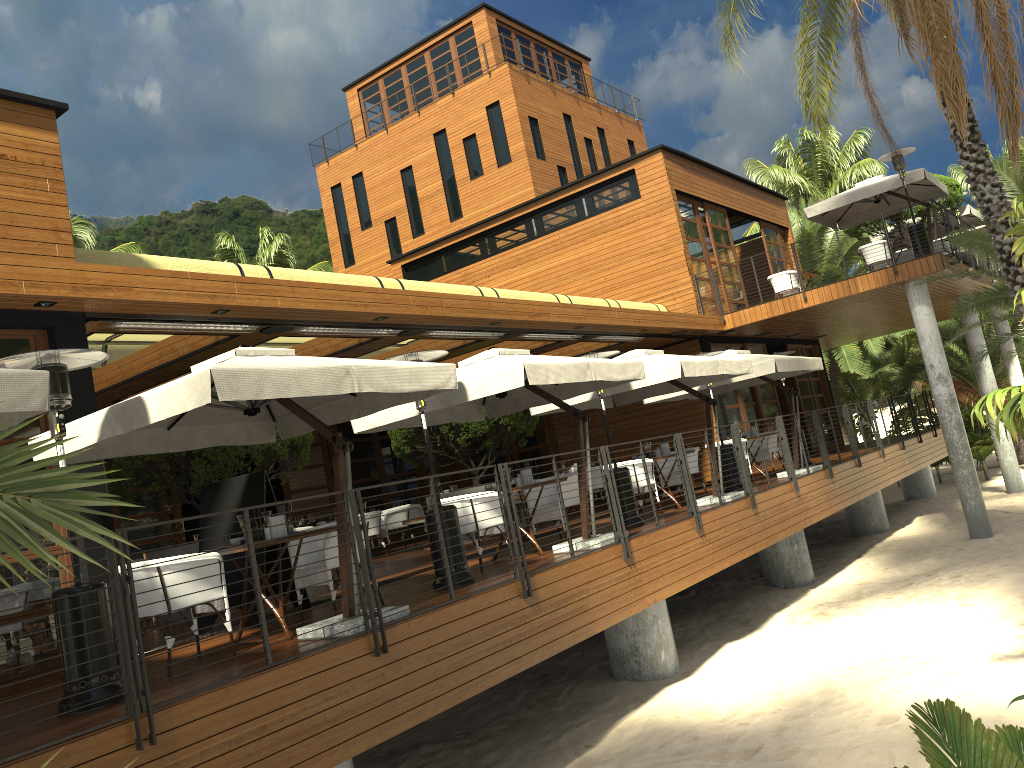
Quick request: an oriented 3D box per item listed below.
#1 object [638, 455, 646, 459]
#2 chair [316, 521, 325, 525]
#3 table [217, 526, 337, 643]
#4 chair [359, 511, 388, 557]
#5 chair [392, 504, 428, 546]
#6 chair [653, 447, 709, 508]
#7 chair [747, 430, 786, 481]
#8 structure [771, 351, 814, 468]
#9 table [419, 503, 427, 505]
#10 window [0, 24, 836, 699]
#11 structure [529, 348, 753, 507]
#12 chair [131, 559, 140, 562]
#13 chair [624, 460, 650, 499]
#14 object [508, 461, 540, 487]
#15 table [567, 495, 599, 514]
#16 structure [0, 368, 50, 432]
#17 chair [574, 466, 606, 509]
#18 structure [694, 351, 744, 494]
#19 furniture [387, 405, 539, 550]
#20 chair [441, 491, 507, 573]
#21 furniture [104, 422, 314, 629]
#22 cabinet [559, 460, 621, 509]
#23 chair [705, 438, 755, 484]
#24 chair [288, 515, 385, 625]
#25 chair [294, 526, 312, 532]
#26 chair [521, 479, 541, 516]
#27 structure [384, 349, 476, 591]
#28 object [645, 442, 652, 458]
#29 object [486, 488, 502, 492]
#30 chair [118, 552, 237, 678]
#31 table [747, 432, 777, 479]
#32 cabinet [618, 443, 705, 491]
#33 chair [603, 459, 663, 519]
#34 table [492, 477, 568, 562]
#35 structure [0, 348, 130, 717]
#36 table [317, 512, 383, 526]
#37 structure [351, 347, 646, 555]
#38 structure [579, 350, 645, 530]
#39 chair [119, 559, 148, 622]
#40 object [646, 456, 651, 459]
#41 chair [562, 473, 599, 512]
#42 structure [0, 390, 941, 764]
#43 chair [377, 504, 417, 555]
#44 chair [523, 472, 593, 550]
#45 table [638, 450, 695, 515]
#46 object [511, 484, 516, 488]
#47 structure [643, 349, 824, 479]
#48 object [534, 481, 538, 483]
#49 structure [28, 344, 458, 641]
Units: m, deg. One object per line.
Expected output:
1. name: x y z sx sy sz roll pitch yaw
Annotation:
1. object: 1.817 1.034 12.364 0.115 0.065 0.116 -16 -8 34
2. chair: -3.217 2.888 16.347 0.628 0.790 0.615 -7 -8 -33
3. table: -1.914 1.610 6.952 0.929 0.751 0.932 -16 -8 35
4. chair: -2.452 2.575 14.908 0.628 0.790 0.615 -7 -8 -33
5. chair: -2.069 2.843 18.042 0.617 0.790 0.626 -10 -7 -9
6. chair: 2.525 1.373 13.116 0.626 0.790 0.617 -16 -8 36
7. chair: 4.525 1.274 15.886 0.626 0.790 0.617 -16 -8 36
8. structure: 5.121 0.481 16.364 0.698 2.197 0.699 -14 -8 23
9. table: -1.299 2.725 18.217 1.163 0.751 1.166 -16 -8 38
10. window: -0.864 -5.751 22.413 14.475 18.003 38.367 -13 -7 13
11. structure: 1.979 0.628 12.527 2.407 2.338 2.414 -16 -8 35
12. chair: -5.027 2.841 12.598 0.625 0.790 0.617 -17 -9 41
13. chair: 2.236 1.832 16.756 0.617 0.790 0.626 -10 -7 -9
14. object: 0.129 0.977 9.674 0.263 0.264 0.263 -10 -7 -10
15. table: 1.319 2.034 16.737 1.162 0.751 1.166 -17 -8 40
16. structure: -3.950 0.922 4.314 2.407 2.338 2.414 -16 -8 35
17. chair: 1.442 1.896 15.884 0.628 0.790 0.615 -10 -7 -9
18. structure: 3.161 0.578 13.650 0.698 2.197 0.699 -14 -8 23
19. furniture: -0.730 1.304 15.346 2.611 2.729 2.693 -15 -7 26
20. chair: -0.404 1.523 9.101 0.626 0.790 0.617 -16 -8 36
21. furniture: -3.819 1.470 11.184 2.569 2.729 2.713 -11 -7 0
22. cabinet: 1.845 2.175 19.347 1.607 0.840 0.557 -16 -8 35
23. chair: 3.596 1.324 14.641 0.626 0.790 0.617 -16 -8 36
24. chair: -1.483 1.572 7.565 0.626 0.790 0.617 -16 -8 36
25. chair: -3.651 2.841 15.117 0.617 0.790 0.625 -7 -8 -33
26. chair: 0.456 2.173 16.588 0.617 0.790 0.626 -10 -7 -9
27. structure: -0.743 0.772 8.242 0.698 2.197 0.699 -14 -8 23
28. object: 1.905 0.917 12.245 0.082 0.227 0.082 -17 -9 36
29. object: -0.205 1.145 9.475 0.294 0.025 0.170 -16 -8 35
30. chair: -2.411 1.622 6.320 0.626 0.790 0.617 -16 -8 36
31. table: 4.037 1.315 15.195 0.929 0.751 0.932 -16 -8 35
32. cabinet: 3.122 1.815 18.419 1.607 0.840 0.557 -16 -8 35
33. chair: 1.596 1.424 11.871 0.626 0.790 0.617 -16 -8 36
34. table: 0.068 1.512 9.697 0.929 0.751 0.932 -16 -8 35
35. structure: -2.732 0.871 5.487 0.698 2.197 0.699 -14 -8 23
36. table: -2.792 2.744 15.646 1.164 0.751 1.164 -13 -7 15
37. structure: 0.003 0.726 9.790 2.407 2.338 2.414 -16 -8 35
38. structure: 1.206 0.675 10.942 0.698 2.197 0.699 -14 -8 23
39. chair: -4.980 2.694 11.349 0.617 0.790 0.625 -8 -7 -23
40. object: 1.899 1.023 12.306 0.080 0.042 0.080 -11 -6 -3
41. chair: 1.358 2.094 17.531 0.628 0.790 0.615 -10 -7 -9
42. structure: 3.569 1.083 12.593 0.163 1.156 26.275 -16 -8 35
43. chair: -2.088 2.625 16.028 0.617 0.790 0.625 -7 -8 -33
44. chair: 0.559 1.471 10.394 0.626 0.790 0.617 -16 -8 36
45. table: 2.050 1.414 12.443 0.929 0.751 0.932 -16 -8 35
46. object: 0.014 1.148 9.979 0.080 0.042 0.080 -11 -6 -3
47. structure: 3.956 0.530 15.265 2.407 2.338 2.414 -16 -8 35
48. object: 0.147 1.140 10.077 0.294 0.025 0.170 -16 -8 35
49. structure: -1.974 0.824 7.052 2.407 2.338 2.414 -16 -8 35
